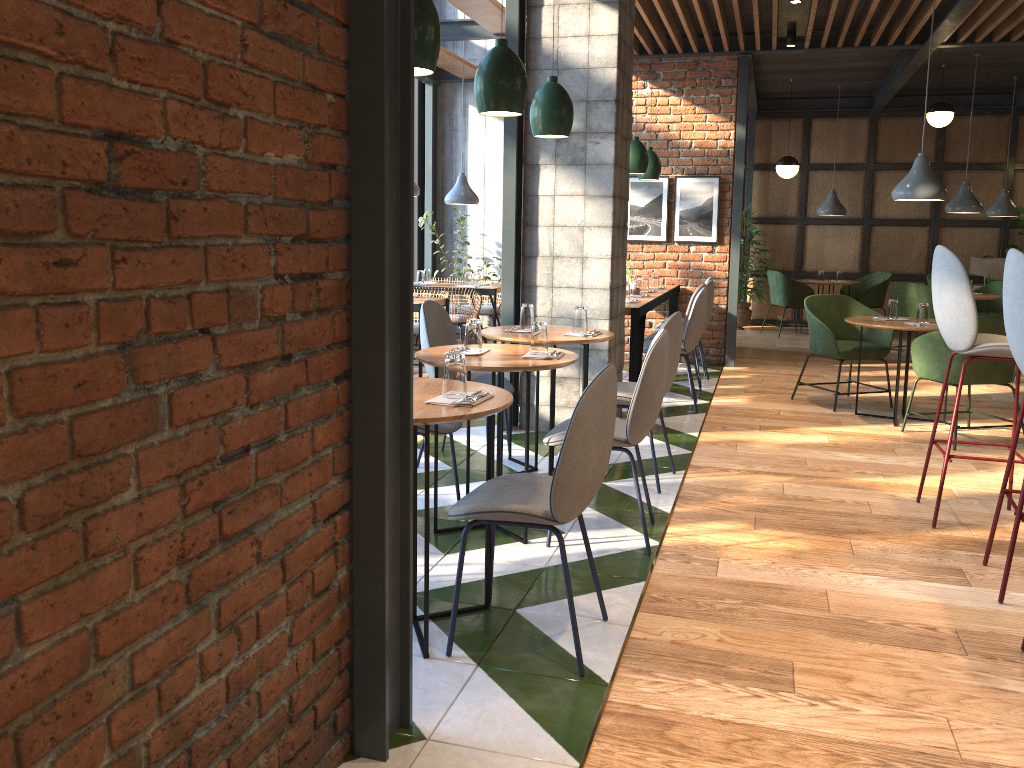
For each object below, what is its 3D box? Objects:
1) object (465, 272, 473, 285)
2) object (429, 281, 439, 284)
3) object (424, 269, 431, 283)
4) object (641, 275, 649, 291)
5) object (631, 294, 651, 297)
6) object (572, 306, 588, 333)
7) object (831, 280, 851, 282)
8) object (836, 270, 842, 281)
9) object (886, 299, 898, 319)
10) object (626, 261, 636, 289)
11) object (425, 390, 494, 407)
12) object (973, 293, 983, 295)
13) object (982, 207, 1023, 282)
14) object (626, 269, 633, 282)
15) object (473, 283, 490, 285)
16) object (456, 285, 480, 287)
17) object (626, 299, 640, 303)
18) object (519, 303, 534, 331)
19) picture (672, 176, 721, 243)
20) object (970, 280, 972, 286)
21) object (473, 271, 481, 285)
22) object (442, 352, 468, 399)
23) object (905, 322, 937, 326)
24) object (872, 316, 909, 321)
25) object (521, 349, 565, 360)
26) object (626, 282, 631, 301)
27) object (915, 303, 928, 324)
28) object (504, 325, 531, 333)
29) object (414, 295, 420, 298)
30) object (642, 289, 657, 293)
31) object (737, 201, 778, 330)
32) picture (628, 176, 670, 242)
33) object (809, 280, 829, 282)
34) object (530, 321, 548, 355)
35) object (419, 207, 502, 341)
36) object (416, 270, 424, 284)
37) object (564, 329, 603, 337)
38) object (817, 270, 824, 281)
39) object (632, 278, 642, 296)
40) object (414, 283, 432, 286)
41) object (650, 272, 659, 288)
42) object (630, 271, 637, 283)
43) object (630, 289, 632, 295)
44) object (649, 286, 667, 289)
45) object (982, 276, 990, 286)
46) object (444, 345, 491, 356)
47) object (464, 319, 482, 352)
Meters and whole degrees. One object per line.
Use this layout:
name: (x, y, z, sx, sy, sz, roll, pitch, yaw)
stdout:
object: (-0.429, -1.045, 8.815, 0.080, 0.137, 0.080, -1, 8, -11)
object: (-0.862, -1.065, 9.268, 0.243, 0.019, 0.158, 4, 10, 16)
object: (-0.888, -1.128, 9.243, 0.080, 0.137, 0.080, -1, 8, -11)
object: (1.141, -0.869, 7.610, 0.080, 0.137, 0.080, -1, 8, -11)
object: (1.014, -0.706, 7.046, 0.157, 0.019, 0.244, 4, 10, 16)
object: (0.353, -0.335, 4.584, 0.080, 0.137, 0.080, -1, 8, -16)
object: (4.198, -1.313, 11.283, 0.157, 0.019, 0.244, -2, 10, -18)
object: (4.170, -1.381, 11.287, 0.080, 0.137, 0.080, 0, 8, -5)
object: (2.695, -0.530, 6.273, 0.080, 0.137, 0.080, 1, 8, -2)
object: (0.968, -0.881, 7.279, 0.115, 0.280, 0.128, 3, 8, 12)
object: (-0.165, 0.042, 2.760, 0.157, 0.019, 0.244, 4, 10, 19)
object: (4.774, -0.941, 9.208, 0.157, 0.019, 0.244, -2, 10, -19)
object: (6.348, -1.408, 10.875, 1.058, 1.784, 0.725, 5, 9, 26)
object: (0.937, -0.900, 7.401, 0.146, 0.275, 0.147, 1, 8, -3)
object: (-0.336, -1.030, 9.118, 0.243, 0.019, 0.158, 4, 10, 16)
object: (-0.449, -0.977, 8.805, 0.243, 0.019, 0.158, 4, 10, 16)
object: (0.850, -0.611, 6.488, 0.157, 0.019, 0.244, 4, 10, 16)
object: (0.080, -0.355, 4.674, 0.080, 0.137, 0.080, 0, 8, -6)
picture: (1.766, -1.673, 8.491, 0.430, 0.627, 0.015, 3, 8, 16)
object: (4.746, -1.009, 9.211, 0.080, 0.137, 0.080, -5, 10, -36)
object: (-0.361, -1.093, 9.093, 0.080, 0.137, 0.080, -1, 8, -11)
object: (-0.179, -0.028, 2.779, 0.080, 0.137, 0.080, -5, 10, -37)
object: (2.774, -0.411, 5.983, 0.243, 0.019, 0.158, -2, 10, -15)
object: (2.708, -0.469, 6.309, 0.243, 0.019, 0.158, -2, 10, -15)
object: (0.133, -0.127, 3.757, 0.157, 0.019, 0.244, 3, 10, 12)
object: (0.834, -0.681, 6.506, 0.080, 0.137, 0.080, 7, 10, 39)
object: (2.781, -0.481, 6.000, 0.080, 0.137, 0.080, 1, 8, -2)
object: (0.062, -0.293, 4.702, 0.157, 0.019, 0.244, 5, 11, 21)
object: (-0.878, -0.721, 7.295, 0.243, 0.019, 0.158, 4, 10, 18)
object: (1.156, -0.799, 7.592, 0.157, 0.019, 0.244, 4, 10, 16)
object: (3.027, -1.589, 11.799, 0.979, 1.712, 0.919, -2, 8, -19)
picture: (1.304, -1.703, 8.623, 0.430, 0.627, 0.015, 3, 8, 16)
object: (3.874, -1.303, 11.196, 0.157, 0.019, 0.244, -2, 10, -18)
object: (0.116, -0.197, 3.774, 0.080, 0.137, 0.080, -4, 10, -34)
object: (-0.569, -1.226, 10.007, 0.862, 1.488, 0.901, 6, 10, 35)
object: (-0.927, -1.079, 8.957, 0.080, 0.137, 0.080, -6, 11, -42)
object: (0.366, -0.264, 4.564, 0.157, 0.019, 0.244, 5, 11, 21)
object: (3.901, -1.367, 11.184, 0.080, 0.137, 0.080, 0, 8, -5)
object: (0.998, -0.776, 7.064, 0.080, 0.137, 0.080, -2, 8, -20)
object: (-0.941, -1.010, 8.945, 0.243, 0.019, 0.158, 4, 10, 15)
object: (1.313, -0.956, 8.129, 0.080, 0.137, 0.080, -1, 8, -11)
object: (1.121, -0.970, 8.186, 0.080, 0.137, 0.080, 7, 10, 37)
object: (0.950, -0.776, 7.364, 0.251, 0.046, 0.255, -1, 10, -10)
object: (1.328, -0.886, 8.110, 0.157, 0.019, 0.244, 4, 10, 16)
object: (5.634, -1.221, 10.515, 0.080, 0.137, 0.080, 0, 8, -6)
object: (-0.189, -0.149, 3.848, 0.157, 0.019, 0.244, 3, 10, 12)
object: (-0.168, -0.211, 3.823, 0.080, 0.137, 0.080, 5, 9, 25)
